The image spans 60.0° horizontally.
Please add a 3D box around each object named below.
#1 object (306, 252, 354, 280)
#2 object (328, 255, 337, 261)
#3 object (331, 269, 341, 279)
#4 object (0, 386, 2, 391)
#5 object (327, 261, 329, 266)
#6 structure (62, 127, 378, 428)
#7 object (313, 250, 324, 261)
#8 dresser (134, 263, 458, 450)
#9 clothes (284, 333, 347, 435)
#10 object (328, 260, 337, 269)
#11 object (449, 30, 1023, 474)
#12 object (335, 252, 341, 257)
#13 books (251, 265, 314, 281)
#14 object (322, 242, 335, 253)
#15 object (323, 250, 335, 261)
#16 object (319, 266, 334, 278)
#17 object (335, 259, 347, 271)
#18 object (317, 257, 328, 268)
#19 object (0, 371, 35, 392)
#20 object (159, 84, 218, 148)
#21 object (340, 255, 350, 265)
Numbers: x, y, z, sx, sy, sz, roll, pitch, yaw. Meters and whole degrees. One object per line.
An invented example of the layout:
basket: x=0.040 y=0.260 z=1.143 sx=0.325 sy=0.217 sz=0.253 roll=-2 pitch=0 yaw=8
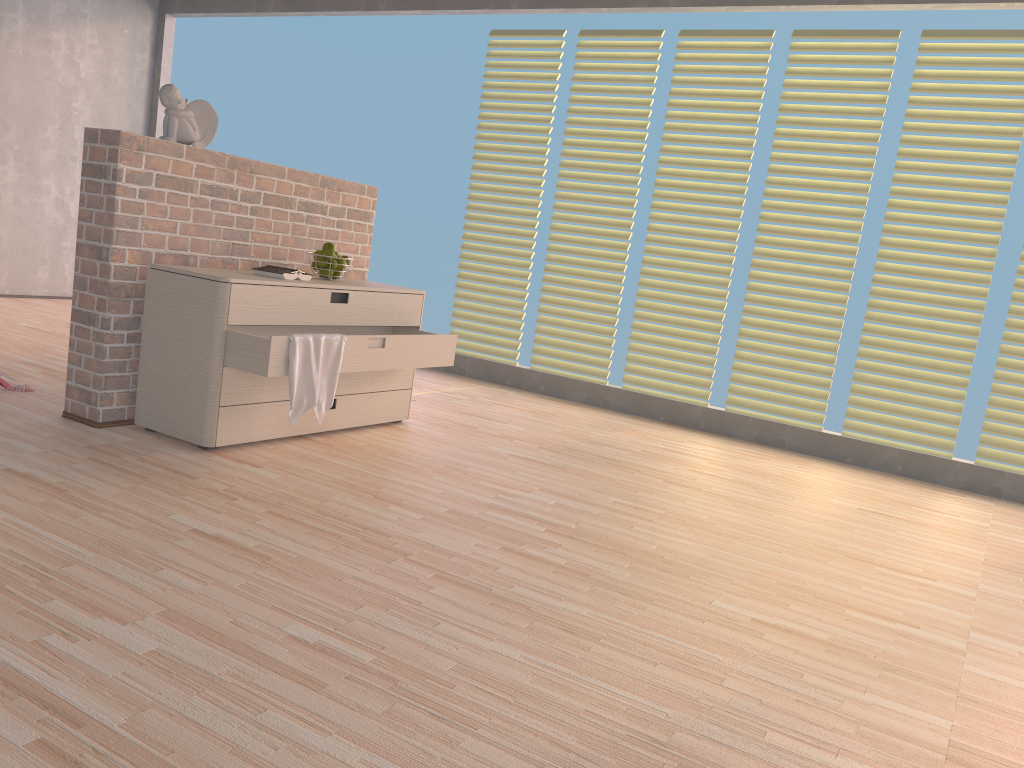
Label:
object: x=-0.779 y=-0.495 z=3.773 sx=0.202 sy=0.104 sz=0.202 roll=12 pitch=9 yaw=22
object: x=-0.760 y=-0.531 z=3.746 sx=0.039 sy=0.038 sz=0.039 roll=3 pitch=10 yaw=-32
object: x=-0.754 y=-0.472 z=3.793 sx=0.048 sy=0.048 sz=0.046 roll=11 pitch=9 yaw=18
object: x=-2.025 y=0.021 z=3.433 sx=0.078 sy=0.066 sz=0.192 roll=5 pitch=9 yaw=-24
object: x=-0.773 y=-0.516 z=3.822 sx=0.053 sy=0.054 sz=0.053 roll=4 pitch=9 yaw=-25
structure: x=-1.159 y=-0.414 z=3.792 sx=0.211 sy=1.057 sz=1.422 roll=13 pitch=9 yaw=29
object: x=-0.814 y=-0.540 z=3.749 sx=0.049 sy=0.053 sz=0.054 roll=4 pitch=9 yaw=-30
dresser: x=-0.672 y=-0.120 z=3.811 sx=0.605 sy=0.612 sz=1.686 roll=13 pitch=9 yaw=29
clothes: x=-0.721 y=0.001 z=3.176 sx=0.097 sy=0.369 sz=0.325 roll=13 pitch=9 yaw=30
object: x=-0.751 y=-0.501 z=3.719 sx=0.039 sy=0.040 sz=0.038 roll=14 pitch=10 yaw=37
object: x=1.584 y=-0.807 z=4.753 sx=4.372 sy=2.114 sz=0.044 roll=13 pitch=9 yaw=29
object: x=-0.756 y=-0.544 z=3.796 sx=0.039 sy=0.043 sz=0.043 roll=10 pitch=8 yaw=14
books: x=-0.895 y=-0.435 z=3.467 sx=0.146 sy=0.040 sz=0.209 roll=11 pitch=9 yaw=19
object: x=-0.777 y=-0.573 z=3.760 sx=0.054 sy=0.056 sz=0.054 roll=13 pitch=9 yaw=29
object: x=-0.764 y=-0.539 z=3.706 sx=0.046 sy=0.045 sz=0.046 roll=13 pitch=9 yaw=28
object: x=-0.785 y=-0.475 z=3.747 sx=0.060 sy=0.055 sz=0.059 roll=6 pitch=8 yaw=-16
object: x=-0.730 y=-0.505 z=3.754 sx=0.057 sy=0.057 sz=0.057 roll=4 pitch=9 yaw=-27
object: x=-0.794 y=-0.510 z=3.715 sx=0.046 sy=0.044 sz=0.046 roll=12 pitch=9 yaw=25
object: x=-2.045 y=-0.018 z=3.611 sx=0.188 sy=0.085 sz=0.069 roll=5 pitch=9 yaw=-21
object: x=-1.250 y=-1.017 z=3.383 sx=0.131 sy=0.218 sz=0.216 roll=13 pitch=9 yaw=28
object: x=-0.716 y=-0.526 z=3.793 sx=0.047 sy=0.047 sz=0.046 roll=5 pitch=9 yaw=-23
